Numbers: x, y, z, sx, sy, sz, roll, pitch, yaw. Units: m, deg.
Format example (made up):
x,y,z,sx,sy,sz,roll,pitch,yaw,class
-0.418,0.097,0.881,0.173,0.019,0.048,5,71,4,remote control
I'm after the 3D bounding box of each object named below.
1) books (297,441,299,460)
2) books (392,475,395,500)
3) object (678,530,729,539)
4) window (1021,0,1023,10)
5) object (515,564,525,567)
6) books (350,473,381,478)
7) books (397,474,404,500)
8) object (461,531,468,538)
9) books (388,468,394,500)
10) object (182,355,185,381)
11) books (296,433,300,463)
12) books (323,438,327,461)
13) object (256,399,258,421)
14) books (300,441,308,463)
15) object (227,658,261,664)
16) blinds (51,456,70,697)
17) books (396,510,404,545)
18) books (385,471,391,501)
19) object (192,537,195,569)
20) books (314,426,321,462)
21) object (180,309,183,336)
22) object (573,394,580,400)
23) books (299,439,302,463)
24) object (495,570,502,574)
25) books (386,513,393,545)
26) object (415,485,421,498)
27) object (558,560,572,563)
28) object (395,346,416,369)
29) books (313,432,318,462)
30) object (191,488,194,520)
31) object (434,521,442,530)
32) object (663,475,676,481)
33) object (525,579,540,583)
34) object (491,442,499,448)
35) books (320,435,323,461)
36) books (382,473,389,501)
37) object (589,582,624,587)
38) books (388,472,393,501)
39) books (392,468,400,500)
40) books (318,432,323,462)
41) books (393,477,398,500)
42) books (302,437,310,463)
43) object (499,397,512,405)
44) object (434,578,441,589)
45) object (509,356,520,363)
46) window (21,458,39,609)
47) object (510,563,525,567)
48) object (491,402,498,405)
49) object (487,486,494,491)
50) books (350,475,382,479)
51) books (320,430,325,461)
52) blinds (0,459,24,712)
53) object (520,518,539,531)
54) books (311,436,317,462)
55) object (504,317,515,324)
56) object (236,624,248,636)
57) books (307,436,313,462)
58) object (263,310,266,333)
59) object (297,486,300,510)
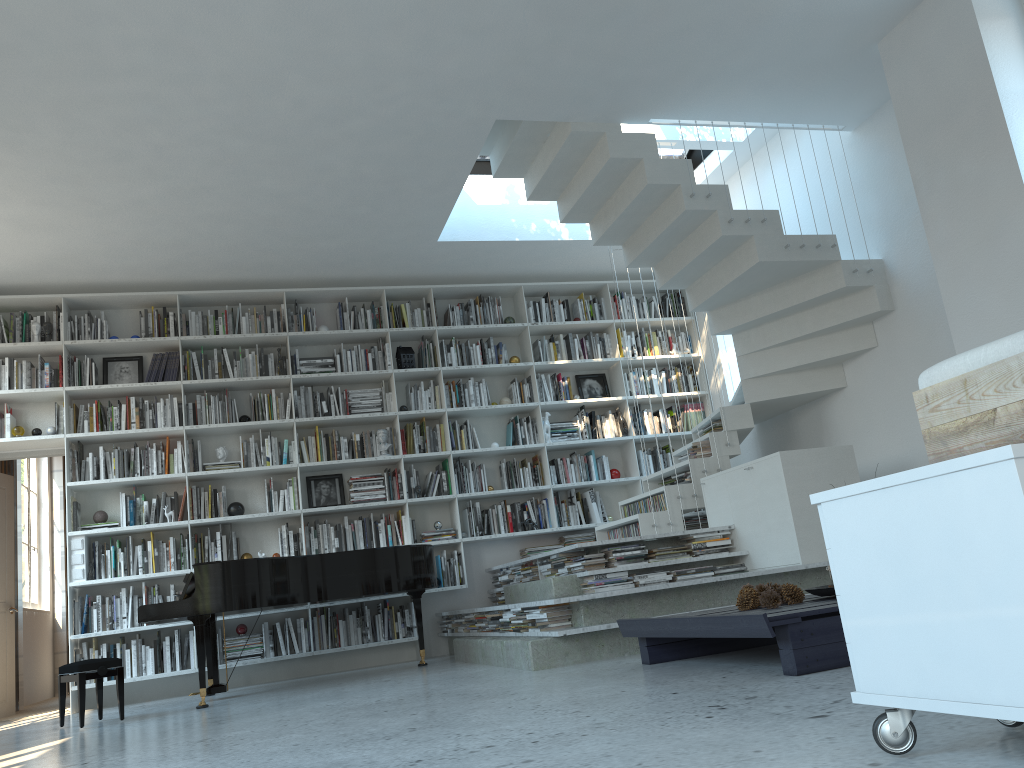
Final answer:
x,y,z,sx,sy,sz,roll,pitch,yaw,class
-1.771,0.569,7.308,0.012,0.253,0.161,-4,-14,-18,books
-1.007,0.892,7.454,0.013,0.232,0.134,-4,-14,-18,books
1.262,0.987,5.861,0.284,0.030,0.177,-3,-14,-17,object
2.873,-1.572,3.982,0.072,1.223,1.121,-4,-14,-18,window
0.120,1.414,6.929,0.144,0.005,0.258,-3,-14,-17,object
-1.224,0.774,7.407,0.254,0.012,0.161,-4,-14,-14,books
-0.946,0.882,7.443,0.034,0.229,0.200,-4,-14,-18,books
-0.410,1.281,7.491,0.071,0.072,0.071,-16,-15,30,object
-1.020,0.864,7.451,0.011,0.287,0.152,-4,-14,-18,books
-2.667,-0.090,7.220,0.012,0.253,0.161,-4,-14,-18,object
-1.765,0.558,7.323,0.010,0.281,0.140,-4,-14,-18,books
-1.561,0.570,7.375,0.024,0.228,0.148,-4,-14,-18,books
-2.101,0.246,7.305,0.010,0.225,0.143,-4,-14,-18,object
-1.712,0.584,7.304,0.053,0.208,0.156,-4,-14,-18,books
-2.053,2.119,6.795,0.254,0.007,0.161,-4,-14,-15,object
-5.219,1.934,10.336,0.140,3.222,0.778,-4,-14,-18,blinds
-0.930,1.209,7.386,0.011,0.299,0.149,-4,-14,-18,books
-1.048,0.876,7.428,0.011,0.260,0.184,-4,-14,-18,books
-2.473,1.324,6.893,0.012,0.253,0.161,-4,-14,-18,object
-1.608,0.521,7.334,0.014,0.316,0.188,-4,-14,-18,books
-2.718,-0.459,7.306,0.012,0.284,0.160,-4,-14,-18,object
0.577,0.139,8.084,0.091,0.092,0.092,-16,-15,30,object
-1.752,0.579,7.320,0.011,0.234,0.142,-4,-14,-18,books
-0.042,1.575,7.480,0.131,0.024,0.291,-4,-14,-16,object
-1.017,1.224,7.365,0.010,0.283,0.132,-4,-14,-18,books
-0.773,0.894,7.338,0.054,0.113,0.079,-3,-14,-19,object
0.409,1.188,5.962,0.142,0.006,0.204,-3,-14,-19,object
-0.922,-0.212,7.689,0.135,0.247,0.136,-1,-15,-27,object
-1.629,0.549,7.367,0.010,0.283,0.137,-4,-14,-18,books
-2.514,0.966,6.991,0.012,0.269,0.131,-4,-14,-18,object
-0.615,1.176,7.373,0.071,0.072,0.071,-16,-15,30,object
1.312,0.748,7.092,0.161,0.025,0.175,-4,-14,-14,object
0.209,1.468,6.629,0.145,0.010,0.267,-2,-15,-21,object
-0.149,0.545,7.736,0.071,0.072,0.071,-16,-15,30,object
-1.587,0.563,7.364,0.010,0.244,0.150,-4,-14,-18,books
-1.060,0.881,7.426,0.012,0.253,0.161,-4,-14,-18,books
0.579,1.238,5.474,0.204,0.004,0.140,-4,-14,-15,object
-1.029,0.880,7.444,0.013,0.255,0.163,-4,-14,-18,books
-0.974,0.862,7.452,0.011,0.279,0.186,-4,-14,-18,books
-1.591,0.544,7.332,0.015,0.266,0.189,-4,-14,-18,books
-0.989,0.898,7.456,0.021,0.217,0.132,-4,-14,-18,books
-1.700,0.570,7.324,0.042,0.241,0.162,-4,-14,-18,books
-0.058,0.174,7.914,0.111,0.112,0.112,3,-17,-39,object
-0.628,1.622,7.232,0.094,0.094,0.094,-16,-15,30,object
0.024,-0.202,7.953,0.100,0.101,0.101,3,-17,-39,object
-5.019,1.280,9.011,0.073,2.003,1.989,-4,-14,-18,window
0.105,1.409,6.926,0.159,0.007,0.286,-3,-14,-20,object
-0.158,0.196,7.853,0.068,0.068,0.068,3,-17,-39,object
-0.192,0.914,7.661,0.071,0.072,0.071,-16,-15,30,object
-1.223,0.787,7.406,0.254,0.012,0.161,-3,-14,-20,books
-1.574,0.540,7.354,0.010,0.280,0.171,-4,-14,-18,books
-4.447,1.199,7.746,0.140,3.222,0.778,-4,-14,-18,blinds
0.150,1.192,7.522,0.160,0.113,0.065,0,-15,-30,object
-1.642,0.568,7.345,0.029,0.239,0.156,-4,-14,-18,books
-0.023,-0.558,8.029,0.104,0.105,0.104,-16,-15,30,object
-2.077,1.887,6.813,0.086,0.087,0.086,3,-17,-39,object
-1.670,0.567,7.343,0.026,0.247,0.139,-4,-14,-18,books
-2.091,-0.479,7.495,0.010,0.246,0.157,-4,-14,-18,object
-1.747,0.947,7.230,0.017,0.215,0.104,-4,-14,-18,object
